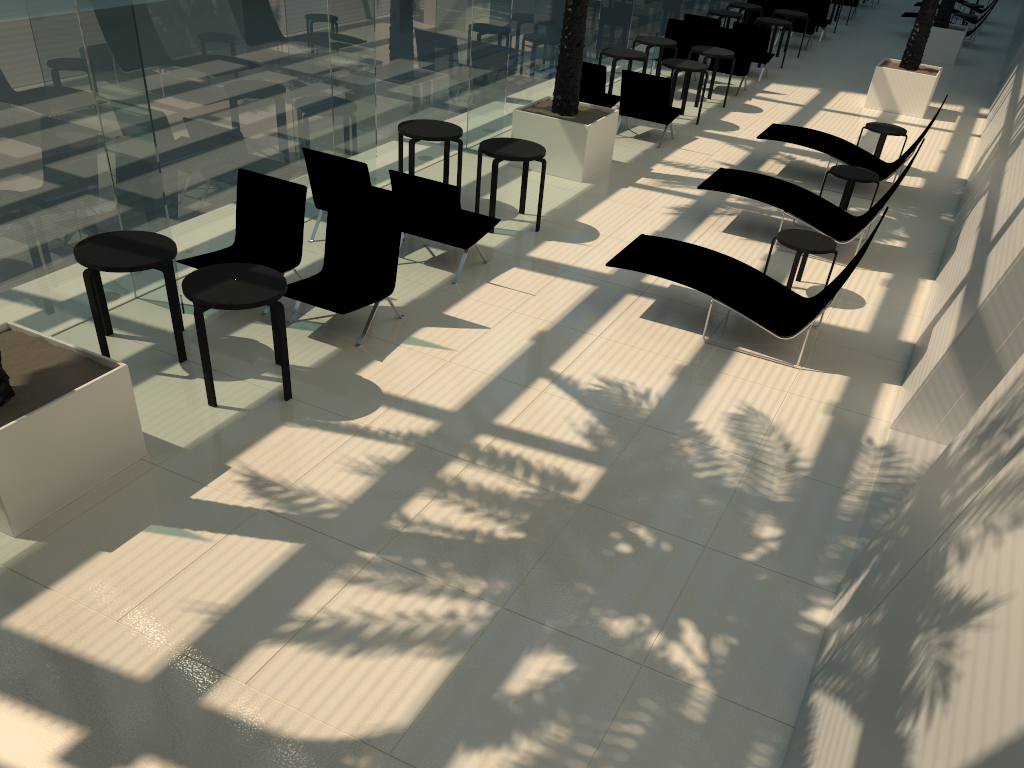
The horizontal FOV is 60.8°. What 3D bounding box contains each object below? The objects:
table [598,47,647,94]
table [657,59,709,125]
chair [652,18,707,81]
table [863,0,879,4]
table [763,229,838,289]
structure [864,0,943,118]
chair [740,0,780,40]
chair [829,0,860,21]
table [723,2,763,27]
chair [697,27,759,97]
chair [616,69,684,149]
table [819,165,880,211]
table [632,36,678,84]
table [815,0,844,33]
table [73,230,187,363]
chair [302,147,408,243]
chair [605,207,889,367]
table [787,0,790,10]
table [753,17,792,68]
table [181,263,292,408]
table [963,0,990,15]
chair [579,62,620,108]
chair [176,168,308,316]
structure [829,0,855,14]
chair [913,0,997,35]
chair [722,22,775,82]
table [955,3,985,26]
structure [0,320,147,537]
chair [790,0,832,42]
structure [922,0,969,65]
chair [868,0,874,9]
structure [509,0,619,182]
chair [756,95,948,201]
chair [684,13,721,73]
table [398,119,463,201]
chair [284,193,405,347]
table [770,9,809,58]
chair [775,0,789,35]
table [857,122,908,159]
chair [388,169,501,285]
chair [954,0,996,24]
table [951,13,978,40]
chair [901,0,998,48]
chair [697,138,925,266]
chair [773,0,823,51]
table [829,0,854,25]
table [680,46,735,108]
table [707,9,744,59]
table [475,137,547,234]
[{"bbox_3d":[1.669,-4.687,13.466,0.671,0.845,0.632,-11,38,-23],"label":"table"},{"bbox_3d":[2.532,-4.407,13.176,0.671,0.845,0.632,-11,38,-23],"label":"table"},{"bbox_3d":[2.864,-5.808,15.294,0.703,0.961,0.830,20,37,20],"label":"chair"},{"bbox_3d":[10.808,-11.982,26.319,0.677,0.845,0.626,-6,36,-16],"label":"table"},{"bbox_3d":[2.767,-1.137,8.397,0.549,0.560,0.512,-8,37,-19],"label":"table"},{"bbox_3d":[7.164,-7.876,13.209,4.556,7.454,4.008,-15,40,-26],"label":"structure"},{"bbox_3d":[5.409,-8.138,19.336,0.703,0.961,0.830,20,37,20],"label":"chair"},{"bbox_3d":[8.853,-10.262,23.208,0.703,0.961,0.830,20,37,20],"label":"chair"},{"bbox_3d":[4.868,-7.605,18.531,0.674,0.845,0.628,-8,37,-19],"label":"table"},{"bbox_3d":[3.694,-5.540,15.015,0.703,0.961,0.830,20,37,20],"label":"chair"},{"bbox_3d":[1.954,-3.931,12.227,0.703,0.961,0.830,20,37,20],"label":"chair"},{"bbox_3d":[3.963,-2.232,10.297,0.549,0.560,0.512,-8,37,-19],"label":"table"},{"bbox_3d":[2.323,-5.275,14.488,0.674,0.845,0.628,-8,37,-19],"label":"table"},{"bbox_3d":[7.607,-9.053,21.236,0.671,0.845,0.632,-11,38,-23],"label":"table"},{"bbox_3d":[-2.763,-0.619,6.411,0.677,0.845,0.626,-6,36,-16],"label":"table"},{"bbox_3d":[-1.443,-1.850,8.428,0.703,0.961,0.830,20,37,20],"label":"chair"},{"bbox_3d":[1.928,-1.054,7.472,2.000,1.253,0.862,18,37,18],"label":"chair"},{"bbox_3d":[6.744,-9.332,21.526,0.671,0.845,0.632,-11,38,-23],"label":"table"},{"bbox_3d":[5.062,-6.723,17.194,0.671,0.845,0.632,-11,38,-23],"label":"table"},{"bbox_3d":[-1.900,-0.340,6.122,0.677,0.845,0.626,-6,36,-16],"label":"table"},{"bbox_3d":[13.847,-11.280,25.994,0.549,0.560,0.512,-8,37,-19],"label":"table"},{"bbox_3d":[1.124,-4.200,12.506,0.703,0.961,0.830,20,37,20],"label":"chair"},{"bbox_3d":[-2.222,-1.153,7.216,0.703,0.961,0.830,20,37,20],"label":"chair"},{"bbox_3d":[9.460,-13.739,22.570,4.279,7.590,4.607,-27,46,-38],"label":"structure"},{"bbox_3d":[11.848,-10.134,23.226,2.000,1.253,0.862,18,37,18],"label":"chair"},{"bbox_3d":[4.473,-6.236,16.226,0.703,0.961,0.830,20,37,20],"label":"chair"},{"bbox_3d":[12.687,-10.218,24.152,0.549,0.560,0.512,-8,37,-19],"label":"table"},{"bbox_3d":[-2.868,-2.477,3.027,4.456,7.590,4.416,7,35,2],"label":"structure"},{"bbox_3d":[7.024,-8.571,20.278,0.703,0.961,0.830,20,37,20],"label":"chair"},{"bbox_3d":[9.686,-10.386,17.589,4.641,7.388,3.930,7,35,2],"label":"structure"},{"bbox_3d":[10.276,-11.548,25.443,0.703,0.961,0.830,20,37,20],"label":"chair"},{"bbox_3d":[0.829,-5.833,8.854,4.770,7.590,4.128,15,36,14],"label":"structure"},{"bbox_3d":[4.284,-3.211,11.215,2.000,1.253,0.862,18,37,18],"label":"chair"},{"bbox_3d":[3.642,-6.505,16.505,0.703,0.961,0.830,20,37,20],"label":"chair"},{"bbox_3d":[-0.887,-2.347,9.406,0.671,0.845,0.632,-11,38,-23],"label":"table"},{"bbox_3d":[-1.392,-0.884,6.938,0.703,0.961,0.830,20,37,20],"label":"chair"},{"bbox_3d":[5.731,-7.325,18.241,0.674,0.845,0.628,-8,37,-19],"label":"table"},{"bbox_3d":[6.193,-8.840,20.556,0.703,0.961,0.830,20,37,20],"label":"chair"},{"bbox_3d":[5.123,-3.295,12.140,0.547,0.560,0.514,-11,38,-23],"label":"table"},{"bbox_3d":[-0.613,-1.581,8.150,0.703,0.961,0.830,20,37,20],"label":"chair"},{"bbox_3d":[13.008,-11.196,25.069,2.000,1.253,0.862,18,37,18],"label":"chair"},{"bbox_3d":[11.527,-9.156,22.309,0.549,0.560,0.512,-8,37,-19],"label":"table"},{"bbox_3d":[10.688,-9.072,21.384,2.000,1.253,0.862,18,37,18],"label":"chair"},{"bbox_3d":[3.124,-2.149,9.372,2.000,1.253,0.862,18,37,18],"label":"chair"},{"bbox_3d":[6.240,-7.869,19.057,0.703,0.961,0.830,20,37,20],"label":"chair"},{"bbox_3d":[8.345,-9.718,22.392,0.674,0.845,0.628,-8,37,-19],"label":"table"},{"bbox_3d":[3.186,-4.996,14.199,0.674,0.845,0.628,-8,37,-19],"label":"table"},{"bbox_3d":[4.199,-7.002,17.483,0.671,0.845,0.632,-11,38,-23],"label":"table"},{"bbox_3d":[-0.024,-2.067,9.117,0.671,0.845,0.632,-11,38,-23],"label":"table"}]
